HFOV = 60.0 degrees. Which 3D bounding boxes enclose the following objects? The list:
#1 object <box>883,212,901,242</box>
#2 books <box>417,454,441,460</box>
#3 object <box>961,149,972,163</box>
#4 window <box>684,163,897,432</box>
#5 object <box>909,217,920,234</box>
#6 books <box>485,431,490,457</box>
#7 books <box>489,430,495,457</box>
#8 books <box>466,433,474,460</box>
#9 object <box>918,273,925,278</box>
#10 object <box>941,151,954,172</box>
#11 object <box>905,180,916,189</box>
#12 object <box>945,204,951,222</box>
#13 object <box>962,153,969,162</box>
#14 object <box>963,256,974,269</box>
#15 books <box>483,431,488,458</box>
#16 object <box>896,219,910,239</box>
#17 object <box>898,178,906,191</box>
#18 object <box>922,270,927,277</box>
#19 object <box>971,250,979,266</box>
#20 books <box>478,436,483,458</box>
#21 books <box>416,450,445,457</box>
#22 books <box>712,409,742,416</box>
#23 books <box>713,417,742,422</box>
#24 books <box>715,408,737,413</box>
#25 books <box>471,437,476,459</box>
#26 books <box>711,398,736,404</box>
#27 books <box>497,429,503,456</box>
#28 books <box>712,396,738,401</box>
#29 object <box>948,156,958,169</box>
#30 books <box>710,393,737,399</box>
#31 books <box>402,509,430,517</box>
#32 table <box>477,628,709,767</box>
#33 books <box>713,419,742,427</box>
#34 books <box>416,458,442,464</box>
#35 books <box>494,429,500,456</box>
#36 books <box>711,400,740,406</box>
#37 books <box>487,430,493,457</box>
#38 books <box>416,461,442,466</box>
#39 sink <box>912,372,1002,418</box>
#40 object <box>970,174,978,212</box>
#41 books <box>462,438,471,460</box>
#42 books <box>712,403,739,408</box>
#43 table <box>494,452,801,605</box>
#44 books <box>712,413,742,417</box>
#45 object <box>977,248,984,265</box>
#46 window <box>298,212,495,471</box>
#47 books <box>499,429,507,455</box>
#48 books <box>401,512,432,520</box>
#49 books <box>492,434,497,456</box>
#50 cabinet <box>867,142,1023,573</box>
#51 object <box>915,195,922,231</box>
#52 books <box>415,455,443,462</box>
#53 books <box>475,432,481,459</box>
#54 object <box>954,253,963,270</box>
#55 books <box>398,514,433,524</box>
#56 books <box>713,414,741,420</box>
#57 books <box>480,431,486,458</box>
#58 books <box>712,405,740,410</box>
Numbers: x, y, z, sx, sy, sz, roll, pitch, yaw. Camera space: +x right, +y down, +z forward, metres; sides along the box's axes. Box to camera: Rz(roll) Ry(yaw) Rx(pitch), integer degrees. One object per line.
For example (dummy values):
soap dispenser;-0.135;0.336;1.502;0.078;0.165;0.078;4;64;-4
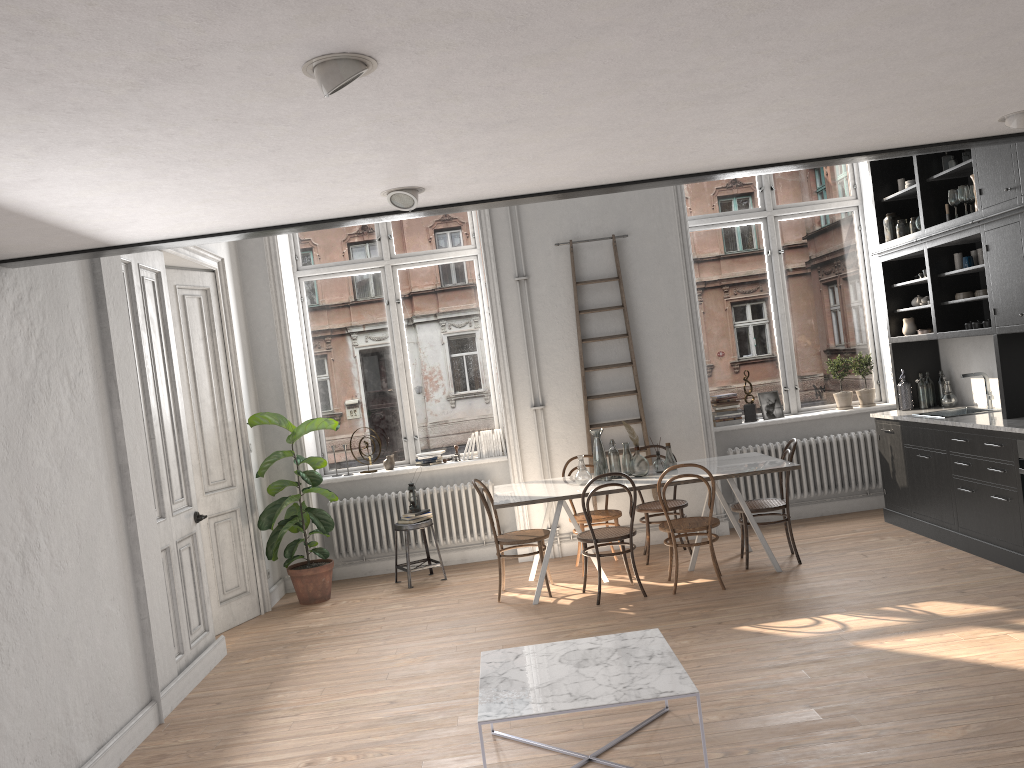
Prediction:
object;3.213;-1.320;7.480;0.118;0.238;0.118;-8;1;-16
books;-0.773;0.674;8.253;0.205;0.020;0.155;-7;1;-11
object;3.411;-1.684;6.653;0.065;0.177;0.084;-7;1;21
window;8.141;-6.295;11.491;14.385;15.938;26.395;-7;1;-1
object;3.297;-1.283;7.237;0.096;0.150;0.096;-8;1;-13
books;-0.229;0.558;8.305;0.019;0.244;0.174;-7;1;-1
books;-0.186;0.553;8.289;0.019;0.244;0.174;-7;1;-1
books;-0.389;0.582;8.285;0.100;0.235;0.174;-7;1;-1
object;3.356;-0.880;7.239;0.072;0.047;0.071;-7;1;37
object;3.298;-1.682;6.711;0.084;0.199;0.065;-7;1;21
object;3.319;-1.640;7.371;0.096;0.095;0.096;-7;1;33
object;3.286;-1.282;6.684;0.123;0.161;0.123;-7;1;8
object;3.360;-1.649;6.561;0.044;0.121;0.058;-7;1;26
object;3.396;-0.901;6.608;0.140;0.093;0.082;-8;1;-36
books;-0.248;0.561;8.288;0.019;0.244;0.174;-7;1;-1
object;3.241;-1.280;7.338;0.114;0.155;0.114;-7;1;2
object;3.291;-1.658;7.477;0.059;0.135;0.082;-7;1;27
object;3.351;-0.889;7.155;0.064;0.069;0.064;-8;1;-43
object;3.479;-0.934;6.672;0.082;0.135;0.059;-7;1;27
books;-0.289;0.585;8.288;0.020;0.205;0.155;-7;1;-1
books;-0.757;0.647;8.273;0.244;0.019;0.174;-7;1;9
books;2.004;0.266;8.318;0.245;0.028;0.193;-7;1;-6
books;2.004;0.330;8.303;0.249;0.023;0.175;-7;1;-5
books;2.006;0.240;8.313;0.205;0.022;0.155;-7;1;13
books;-0.362;0.595;8.287;0.072;0.203;0.155;-7;1;-1
books;1.981;0.156;8.312;0.231;0.023;0.162;-7;1;15
books;-0.116;0.544;8.292;0.024;0.243;0.175;-7;1;-1
books;1.992;0.133;8.312;0.205;0.020;0.155;-7;1;-1
object;3.294;-1.642;6.623;0.041;0.125;0.053;-8;1;-34
books;1.984;0.112;8.321;0.201;0.024;0.159;-7;1;-11
books;-0.834;1.126;7.725;0.147;0.027;0.221;-7;1;31
table;0.307;1.412;3.788;0.849;0.392;0.849;-7;1;-1
books;2.006;0.362;8.305;0.248;0.043;0.192;-7;1;-1
books;-0.772;0.717;8.267;0.205;0.022;0.155;-7;1;19
books;-0.141;0.547;8.311;0.024;0.243;0.175;-7;1;-1
books;1.992;0.176;8.313;0.244;0.019;0.174;-7;1;-1
books;-0.208;0.556;8.310;0.024;0.243;0.175;-7;1;-1
books;-0.775;0.740;8.270;0.147;0.023;0.221;-8;1;-42
sink;3.448;0.183;6.829;0.514;0.505;0.526;-7;1;-1
object;3.234;-1.322;6.134;0.094;0.267;0.116;-6;1;41
books;-0.426;0.607;8.289;0.105;0.194;0.155;-7;1;-2
books;2.000;0.196;8.313;0.205;0.022;0.155;-7;1;-6
table;1.000;1.097;6.837;2.200;0.780;1.100;-7;1;-1
books;2.008;0.286;8.318;0.255;0.014;0.192;-7;1;2
object;3.476;-0.932;6.532;0.059;0.135;0.082;-8;1;-18
window;-1.116;-0.687;8.414;1.622;2.843;0.013;-7;1;-1
books;-0.085;0.540;8.290;0.040;0.244;0.174;-7;1;-1
books;-0.832;1.148;7.725;0.232;0.029;0.163;-8;1;-30
books;-0.161;0.569;8.291;0.020;0.205;0.155;-7;1;-1
cabinet;3.331;-0.606;6.049;0.635;3.584;3.250;-7;1;-1
object;3.208;-1.373;6.919;0.134;0.357;0.134;-6;1;44
books;-0.772;0.695;8.265;0.221;0.023;0.147;-7;1;15
books;-0.318;0.570;8.308;0.024;0.243;0.175;-7;1;-1
object;3.395;-0.923;6.724;0.082;0.135;0.059;-8;1;-33
books;-0.841;1.176;7.722;0.194;0.034;0.246;-7;1;39
books;2.001;0.307;8.303;0.249;0.023;0.175;-7;1;0
books;-0.270;0.564;8.278;0.024;0.243;0.175;-7;1;-1
books;2.006;0.217;8.319;0.222;0.024;0.158;-7;1;-1
